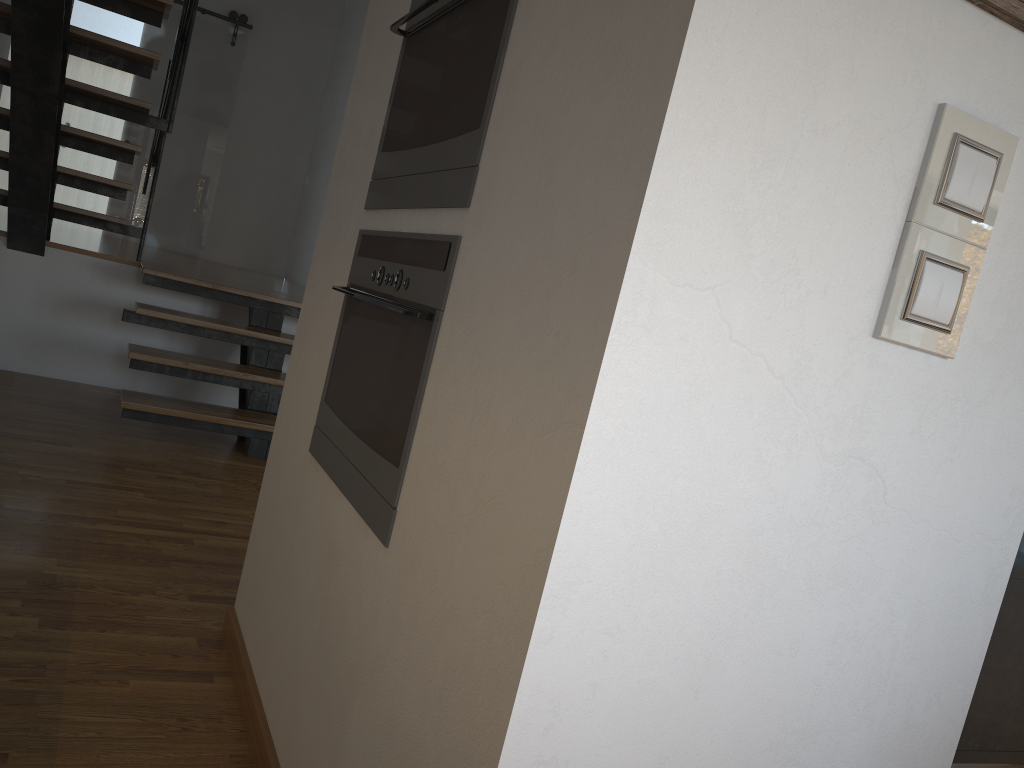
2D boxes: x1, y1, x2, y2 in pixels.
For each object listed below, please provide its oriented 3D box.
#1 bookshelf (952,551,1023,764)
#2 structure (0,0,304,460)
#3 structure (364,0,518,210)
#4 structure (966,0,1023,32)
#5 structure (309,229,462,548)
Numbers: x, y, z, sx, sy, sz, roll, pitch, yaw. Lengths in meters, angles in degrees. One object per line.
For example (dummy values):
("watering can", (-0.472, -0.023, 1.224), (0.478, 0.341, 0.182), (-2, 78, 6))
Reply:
("bookshelf", (0.450, 0.350, 1.798), (0.238, 1.202, 1.187), (11, 6, -25))
("structure", (-1.121, -1.556, 3.945), (2.688, 4.136, 4.571), (11, 5, -26))
("structure", (-0.138, -0.525, 1.478), (0.052, 0.463, 0.584), (11, 5, -25))
("structure", (0.625, -0.764, 0.832), (0.495, 0.776, 0.185), (12, 6, -25))
("structure", (-0.259, -0.039, 1.525), (0.052, 0.463, 0.584), (11, 5, -25))
